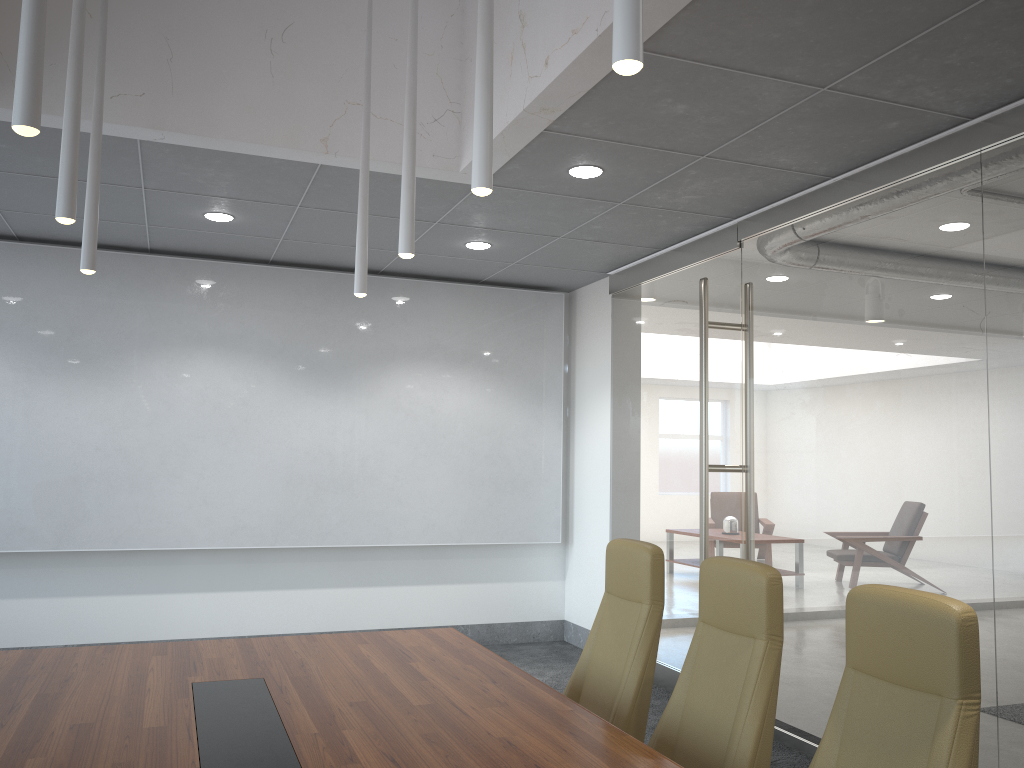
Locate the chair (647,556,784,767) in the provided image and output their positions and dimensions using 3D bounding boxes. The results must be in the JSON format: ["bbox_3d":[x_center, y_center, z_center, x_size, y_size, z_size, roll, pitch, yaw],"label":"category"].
[{"bbox_3d":[0.425,1.329,3.081,0.955,1.406,0.711,3,-5,-21],"label":"chair"}]

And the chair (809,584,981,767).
[{"bbox_3d":[0.715,1.267,2.328,0.955,1.406,0.711,3,-5,-21],"label":"chair"}]

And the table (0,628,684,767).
[{"bbox_3d":[-0.222,1.396,1.095,2.300,0.895,6.500,3,-5,-21],"label":"table"}]

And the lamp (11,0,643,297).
[{"bbox_3d":[-0.160,-1.951,1.393,2.619,2.378,7.258,3,-5,-21],"label":"lamp"}]

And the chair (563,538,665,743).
[{"bbox_3d":[0.137,1.390,3.825,0.955,1.406,0.711,3,-5,-21],"label":"chair"}]

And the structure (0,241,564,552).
[{"bbox_3d":[-0.140,-0.355,1.275,6.600,2.466,13.989,3,-5,-21],"label":"structure"}]
